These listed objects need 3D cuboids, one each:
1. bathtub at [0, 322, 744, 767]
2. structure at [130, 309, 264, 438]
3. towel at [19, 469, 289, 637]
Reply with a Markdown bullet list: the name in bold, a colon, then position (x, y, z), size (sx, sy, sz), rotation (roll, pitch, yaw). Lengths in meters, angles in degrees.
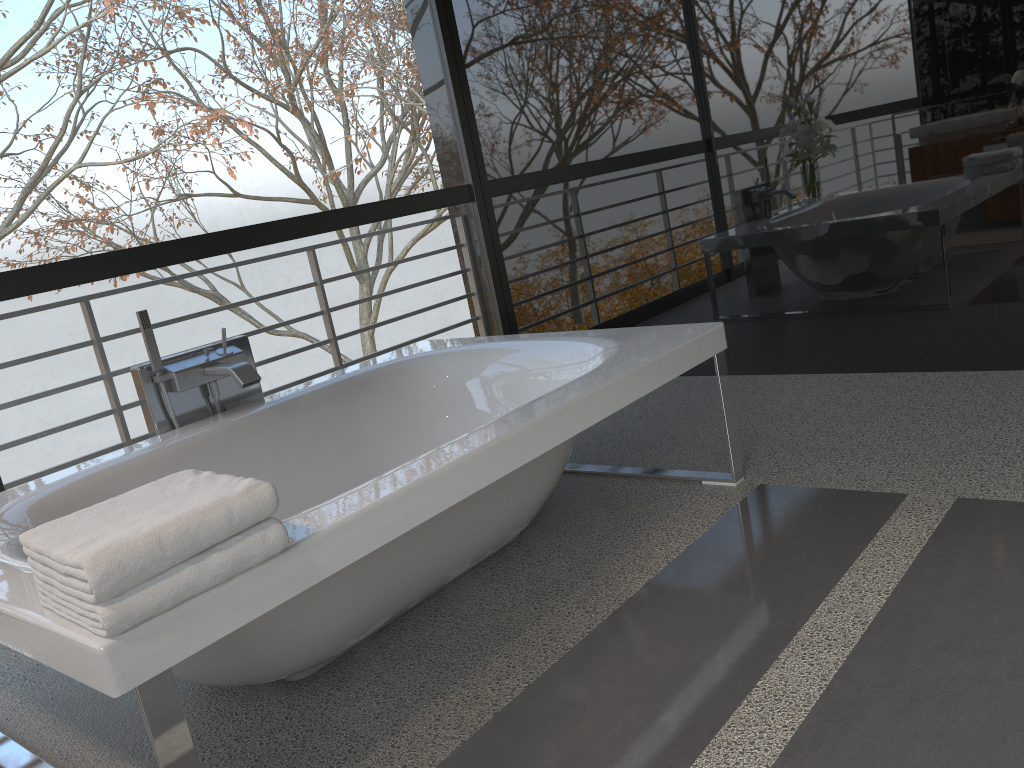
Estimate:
- **bathtub**: position (-0.423, 0.340, 2.458), size (1.327, 0.503, 1.962), rotation (-1, 16, 41)
- **structure**: position (-0.887, 0.155, 2.850), size (0.330, 0.883, 0.403), rotation (-1, 16, 41)
- **towel**: position (-0.582, 0.267, 1.465), size (0.305, 0.145, 0.322), rotation (0, 17, 44)
